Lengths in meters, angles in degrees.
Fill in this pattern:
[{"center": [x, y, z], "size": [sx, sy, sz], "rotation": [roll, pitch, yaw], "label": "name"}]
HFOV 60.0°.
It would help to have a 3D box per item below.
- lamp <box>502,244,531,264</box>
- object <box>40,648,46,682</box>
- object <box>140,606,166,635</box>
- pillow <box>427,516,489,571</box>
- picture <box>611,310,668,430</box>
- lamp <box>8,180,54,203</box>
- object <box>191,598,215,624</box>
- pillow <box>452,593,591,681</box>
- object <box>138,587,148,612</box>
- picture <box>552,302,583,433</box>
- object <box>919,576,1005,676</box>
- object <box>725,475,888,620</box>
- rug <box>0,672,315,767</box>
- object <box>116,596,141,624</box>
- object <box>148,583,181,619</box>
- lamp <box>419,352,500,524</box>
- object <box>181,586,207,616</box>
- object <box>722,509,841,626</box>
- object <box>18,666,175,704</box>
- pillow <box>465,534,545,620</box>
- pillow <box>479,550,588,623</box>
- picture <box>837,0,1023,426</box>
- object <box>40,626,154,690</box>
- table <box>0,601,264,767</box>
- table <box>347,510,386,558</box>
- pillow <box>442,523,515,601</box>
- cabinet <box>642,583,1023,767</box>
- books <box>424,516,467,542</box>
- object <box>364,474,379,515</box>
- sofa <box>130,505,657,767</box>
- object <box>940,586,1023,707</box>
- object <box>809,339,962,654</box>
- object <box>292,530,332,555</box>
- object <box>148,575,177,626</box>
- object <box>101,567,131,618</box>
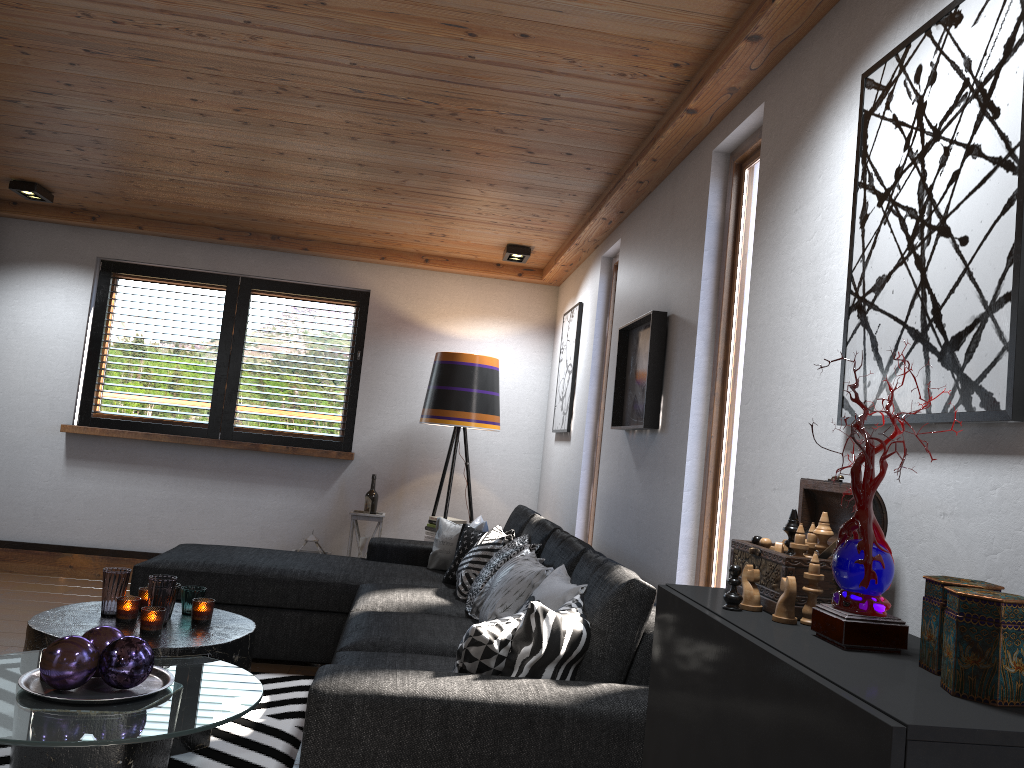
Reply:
[{"center": [0.030, -0.837, 5.666], "size": [0.156, 0.068, 0.260], "rotation": [6, -4, -6], "label": "lamp"}, {"center": [-1.280, 0.787, 2.486], "size": [0.079, 0.081, 0.079], "rotation": [5, -4, 8], "label": "object"}, {"center": [-1.223, 0.805, 3.013], "size": [0.079, 0.081, 0.079], "rotation": [5, -4, 8], "label": "object"}, {"center": [-0.266, 0.872, 4.749], "size": [0.219, 0.347, 0.561], "rotation": [8, -5, -26], "label": "pillow"}, {"center": [0.514, -0.039, 3.644], "size": [0.066, 0.451, 0.556], "rotation": [6, -4, -6], "label": "picture"}, {"center": [-2.868, -1.156, 5.297], "size": [0.156, 0.068, 0.260], "rotation": [6, -4, -6], "label": "lamp"}, {"center": [-1.130, 0.830, 3.238], "size": [0.079, 0.081, 0.079], "rotation": [5, -4, 8], "label": "object"}, {"center": [0.048, 0.754, 2.470], "size": [0.296, 0.346, 0.541], "rotation": [1, -6, 44], "label": "pillow"}, {"center": [-1.369, 0.813, 3.339], "size": [0.079, 0.081, 0.079], "rotation": [5, -4, 8], "label": "object"}, {"center": [0.342, -0.087, 5.541], "size": [0.020, 0.783, 0.560], "rotation": [6, -5, -6], "label": "picture"}, {"center": [0.653, 0.353, 1.291], "size": [0.107, 0.135, 0.097], "rotation": [4, -5, 25], "label": "object"}, {"center": [0.575, 0.310, 1.764], "size": [0.210, 0.271, 0.286], "rotation": [6, -4, -6], "label": "object"}, {"center": [-1.511, 1.164, 2.535], "size": [1.666, 0.020, 2.889], "rotation": [6, -4, -7], "label": "rug"}, {"center": [-1.360, 0.799, 3.136], "size": [0.079, 0.081, 0.079], "rotation": [5, -4, 8], "label": "object"}, {"center": [-1.284, 0.796, 3.253], "size": [0.114, 0.122, 0.112], "rotation": [8, -5, -30], "label": "object"}, {"center": [0.111, 0.732, 5.943], "size": [1.644, 1.701, 0.518], "rotation": [8, -5, -28], "label": "lamp"}, {"center": [-1.211, 0.822, 3.356], "size": [0.092, 0.099, 0.093], "rotation": [3, -5, 30], "label": "object"}, {"center": [0.508, 0.335, 1.700], "size": [0.202, 0.197, 0.355], "rotation": [5, -4, 5], "label": "object"}, {"center": [-1.153, 0.832, 2.472], "size": [0.393, 0.022, 0.396], "rotation": [5, -4, 12], "label": "object"}, {"center": [-0.033, 0.820, 3.640], "size": [0.276, 0.356, 0.725], "rotation": [6, -4, -6], "label": "pillow"}, {"center": [0.054, 0.769, 3.002], "size": [0.285, 0.329, 0.722], "rotation": [7, -4, -16], "label": "pillow"}, {"center": [0.777, -0.314, 1.657], "size": [0.020, 0.783, 0.560], "rotation": [6, -5, -6], "label": "picture"}, {"center": [-1.159, 0.766, 2.488], "size": [0.286, 0.143, 0.261], "rotation": [8, -5, -23], "label": "object"}, {"center": [-1.204, 1.017, 2.766], "size": [0.898, 0.372, 1.518], "rotation": [6, -4, -6], "label": "table"}, {"center": [-0.977, 1.148, 5.807], "size": [0.227, 0.609, 0.224], "rotation": [6, -5, -7], "label": "table"}, {"center": [-0.137, 0.855, 4.261], "size": [0.312, 0.364, 0.664], "rotation": [7, -4, -11], "label": "pillow"}, {"center": [0.522, 0.655, 1.456], "size": [0.359, 0.469, 0.951], "rotation": [6, -4, -6], "label": "cabinet"}, {"center": [-0.409, 0.938, 5.650], "size": [0.221, 0.159, 0.253], "rotation": [9, -6, -40], "label": "books"}, {"center": [-0.924, 0.737, 5.840], "size": [0.088, 0.287, 0.086], "rotation": [10, -7, -44], "label": "object"}, {"center": [-0.666, 0.916, 3.558], "size": [2.094, 0.819, 3.077], "rotation": [6, -4, -6], "label": "sofa"}, {"center": [0.622, 0.341, 1.163], "size": [0.109, 0.135, 0.096], "rotation": [7, -5, -16], "label": "object"}, {"center": [0.598, 0.173, 1.462], "size": [0.152, 0.505, 0.323], "rotation": [6, -5, -7], "label": "object"}, {"center": [-1.330, 1.187, 5.808], "size": [0.254, 0.463, 0.250], "rotation": [6, -5, -7], "label": "object"}, {"center": [-1.248, 0.768, 3.143], "size": [0.095, 0.168, 0.093], "rotation": [9, -6, -35], "label": "object"}, {"center": [-1.437, 0.753, 3.201], "size": [0.095, 0.168, 0.093], "rotation": [9, -6, -35], "label": "object"}]
